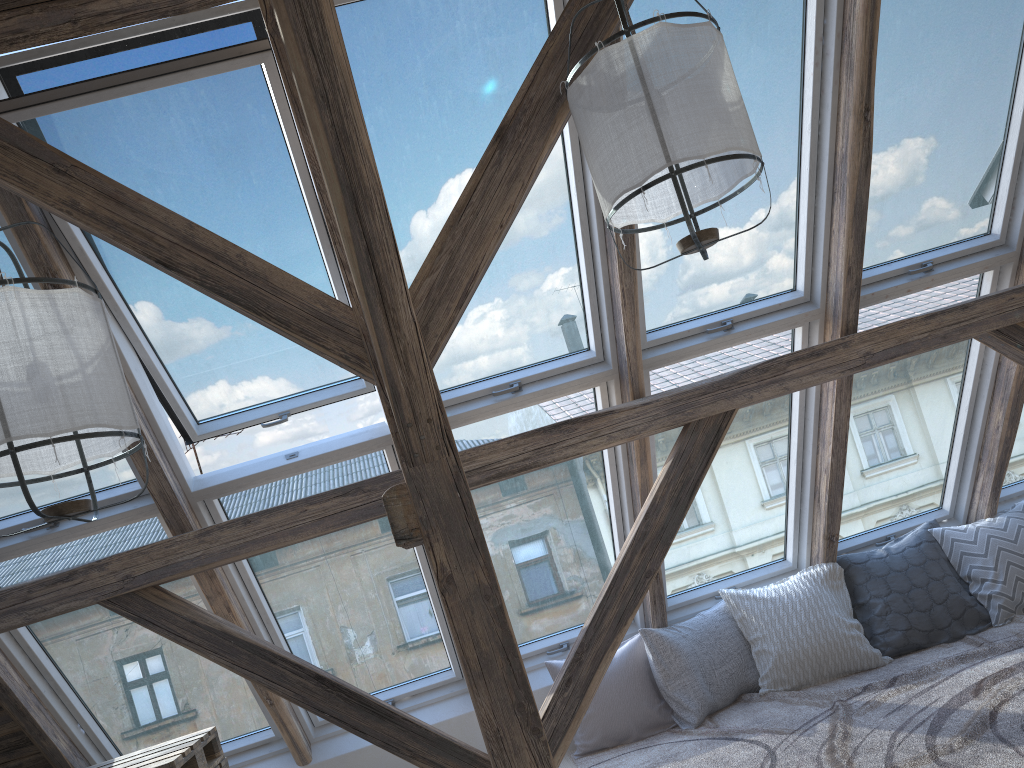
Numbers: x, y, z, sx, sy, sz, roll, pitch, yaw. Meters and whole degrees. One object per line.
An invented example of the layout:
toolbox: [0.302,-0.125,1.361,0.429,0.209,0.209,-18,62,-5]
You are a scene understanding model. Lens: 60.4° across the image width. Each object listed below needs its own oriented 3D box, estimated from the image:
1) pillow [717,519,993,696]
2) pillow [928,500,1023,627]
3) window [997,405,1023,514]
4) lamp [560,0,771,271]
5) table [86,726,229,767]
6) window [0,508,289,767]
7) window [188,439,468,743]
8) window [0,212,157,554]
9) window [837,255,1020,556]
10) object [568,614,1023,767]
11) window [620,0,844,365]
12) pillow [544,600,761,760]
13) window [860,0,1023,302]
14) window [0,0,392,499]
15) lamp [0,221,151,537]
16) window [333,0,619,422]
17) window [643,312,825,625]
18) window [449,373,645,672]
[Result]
pillow: [1.696,1.090,4.335,1.267,0.559,0.473,-16,-5,-6]
pillow: [2.753,0.805,4.417,1.153,0.530,0.506,-17,-5,-2]
window: [2.764,-0.064,4.359,0.852,1.266,1.111,-17,-5,-8]
lamp: [0.284,-0.955,2.233,0.394,1.295,0.416,-16,-3,-32]
table: [-1.609,1.875,3.383,1.012,0.697,0.684,-16,-5,-7]
window: [-1.605,1.207,3.829,0.852,1.266,1.111,-17,-5,-8]
window: [-0.731,0.953,3.935,0.852,1.266,1.111,-17,-5,-8]
window: [-1.858,-0.113,2.882,0.852,1.266,1.111,-17,-5,-8]
window: [1.890,0.190,4.253,0.852,1.266,1.111,-17,-5,-8]
object: [1.877,1.126,3.367,3.173,0.056,2.221,-16,-9,-7]
window: [0.763,-0.875,3.200,0.852,1.266,1.111,-17,-5,-8]
pillow: [0.760,1.403,4.245,1.124,0.521,0.442,-15,-5,-15]
window: [1.637,-1.130,3.306,0.852,1.266,1.111,-17,-5,-8]
window: [-0.989,-0.358,3.034,0.852,1.265,1.369,-17,-6,-8]
lamp: [-1.234,-0.407,2.041,0.415,1.506,0.395,-19,-3,33]
window: [-0.111,-0.621,3.094,0.852,1.266,1.111,-17,-5,-8]
window: [1.016,0.445,4.147,0.852,1.266,1.111,-17,-5,-8]
window: [0.142,0.699,4.041,0.852,1.266,1.111,-17,-5,-8]
